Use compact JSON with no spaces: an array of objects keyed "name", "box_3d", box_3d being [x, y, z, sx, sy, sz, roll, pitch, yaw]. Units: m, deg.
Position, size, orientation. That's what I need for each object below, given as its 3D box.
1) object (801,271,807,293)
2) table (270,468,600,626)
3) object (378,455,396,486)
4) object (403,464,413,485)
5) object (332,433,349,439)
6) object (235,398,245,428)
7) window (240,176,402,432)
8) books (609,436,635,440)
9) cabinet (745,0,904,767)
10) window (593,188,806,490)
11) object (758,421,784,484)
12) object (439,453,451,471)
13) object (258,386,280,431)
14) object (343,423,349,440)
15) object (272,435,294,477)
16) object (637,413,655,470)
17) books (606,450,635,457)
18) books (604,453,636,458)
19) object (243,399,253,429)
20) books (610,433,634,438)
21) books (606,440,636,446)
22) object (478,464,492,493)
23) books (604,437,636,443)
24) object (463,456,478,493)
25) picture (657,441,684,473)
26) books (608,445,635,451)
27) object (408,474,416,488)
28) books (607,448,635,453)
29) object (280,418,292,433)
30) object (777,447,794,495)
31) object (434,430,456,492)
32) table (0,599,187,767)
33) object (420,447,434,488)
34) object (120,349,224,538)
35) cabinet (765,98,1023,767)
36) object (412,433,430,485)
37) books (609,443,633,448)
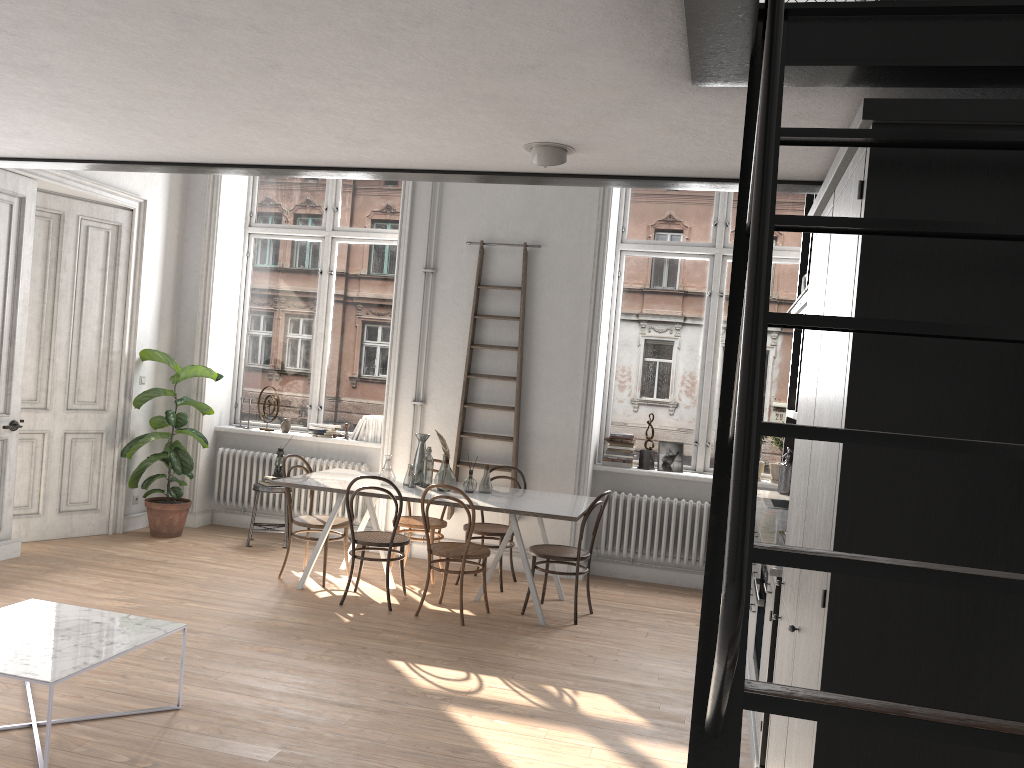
[{"name":"object","box_3d":[2.213,-0.715,6.566,0.118,0.238,0.118,5,1,-1]},{"name":"table","box_3d":[-0.549,1.169,6.559,2.200,0.780,1.100,5,1,13]},{"name":"object","box_3d":[-0.922,0.637,6.562,0.132,0.219,0.132,5,1,3]},{"name":"object","box_3d":[-0.771,0.680,6.657,0.083,0.158,0.083,5,1,9]},{"name":"object","box_3d":[-1.614,0.484,8.329,0.153,0.048,0.088,4,1,-37]},{"name":"object","box_3d":[-2.621,0.277,8.590,0.095,0.289,0.095,6,1,45]},{"name":"window","box_3d":[-1.785,-0.982,8.551,1.622,2.843,0.013,5,1,13]},{"name":"books","box_3d":[0.958,0.467,7.716,0.205,0.020,0.155,5,1,13]},{"name":"cabinet","box_3d":[1.820,-0.025,5.173,0.635,3.583,3.251,5,1,13]},{"name":"window","box_3d":[8.915,-4.456,9.094,14.382,15.937,26.399,5,1,13]},{"name":"object","box_3d":[2.137,0.558,7.444,0.500,0.524,0.234,5,1,3]},{"name":"object","box_3d":[-0.505,0.653,6.669,0.098,0.255,0.100,5,1,-10]},{"name":"object","box_3d":[-2.326,0.234,8.482,0.087,0.425,0.347,4,1,-44]},{"name":"object","box_3d":[-1.539,0.439,8.254,0.048,0.153,0.088,4,1,-17]},{"name":"object","box_3d":[-2.036,0.632,7.892,0.163,0.383,0.154,5,1,-13]},{"name":"object","box_3d":[1.180,0.494,7.668,0.122,0.488,0.102,6,1,38]},{"name":"books","box_3d":[0.943,0.600,7.723,0.245,0.028,0.193,5,1,8]},{"name":"books","box_3d":[0.942,0.621,7.722,0.255,0.014,0.192,5,1,16]},{"name":"object","box_3d":[-2.521,0.286,8.507,0.095,0.289,0.095,5,1,36]},{"name":"books","box_3d":[0.956,0.445,7.726,0.201,0.024,0.159,5,1,3]},{"name":"books","box_3d":[0.949,0.510,7.718,0.243,0.019,0.174,5,1,13]},{"name":"object","box_3d":[-0.191,0.701,6.588,0.101,0.212,0.101,4,1,-37]},{"name":"books","box_3d":[0.943,0.488,7.720,0.231,0.023,0.162,5,1,29]},{"name":"object","box_3d":[-0.303,0.657,6.537,0.107,0.283,0.107,5,1,8]},{"name":"picture","box_3d":[1.362,0.628,7.667,0.221,0.264,0.149,5,1,-3]},{"name":"books","box_3d":[0.955,0.553,7.722,0.222,0.024,0.158,5,1,13]},{"name":"object","box_3d":[-0.736,0.715,6.551,0.058,0.094,0.058,6,1,42]},{"name":"books","box_3d":[0.949,0.576,7.717,0.205,0.022,0.155,5,1,27]},{"name":"object","box_3d":[-2.152,0.390,8.436,0.100,0.142,0.102,5,1,-12]},{"name":"object","box_3d":[2.055,0.647,6.630,0.109,0.349,0.109,5,1,-6]},{"name":"object","box_3d":[-0.478,0.561,6.498,0.156,0.446,0.157,5,1,31]},{"name":"table","box_3d":[-2.025,1.264,3.785,0.849,0.392,0.849,5,1,13]},{"name":"object","box_3d":[-0.629,0.619,6.624,0.086,0.301,0.086,5,1,-1]},{"name":"object","box_3d":[-0.584,0.629,7.009,5.826,1.842,0.792,5,1,18]},{"name":"cabinet","box_3d":[1.174,0.553,2.674,0.633,2.372,1.401,5,1,13]},{"name":"object","box_3d":[-0.695,0.572,6.755,0.116,0.383,0.116,5,1,25]},{"name":"books","box_3d":[0.952,0.531,7.717,0.205,0.022,0.155,5,1,8]}]
